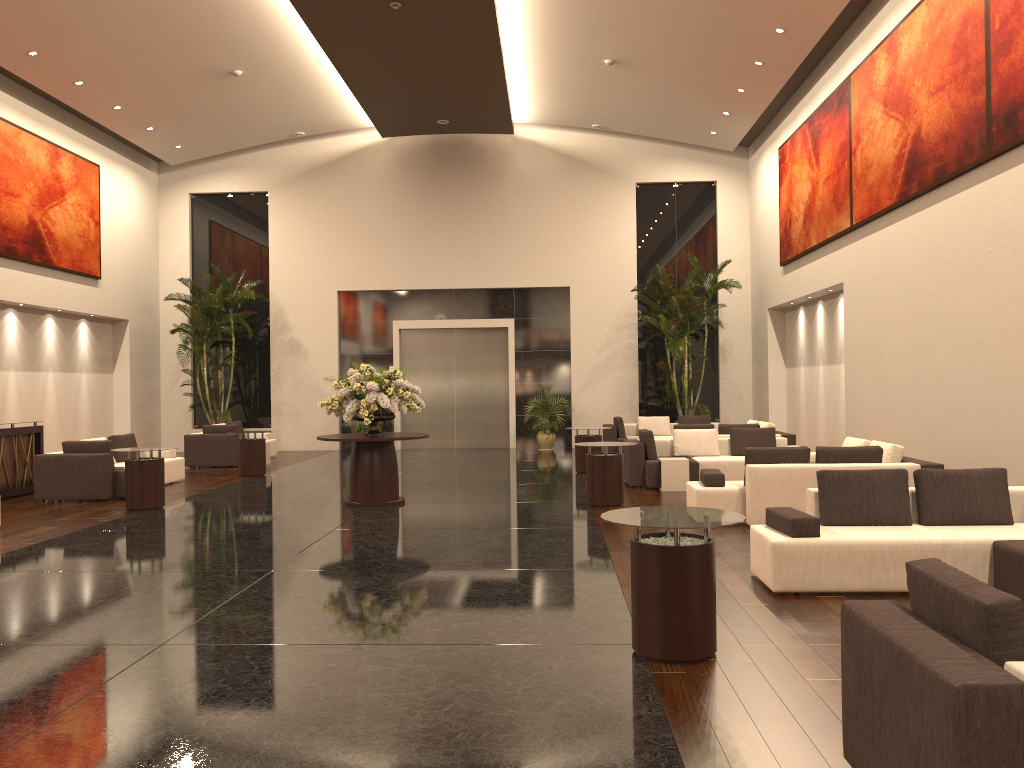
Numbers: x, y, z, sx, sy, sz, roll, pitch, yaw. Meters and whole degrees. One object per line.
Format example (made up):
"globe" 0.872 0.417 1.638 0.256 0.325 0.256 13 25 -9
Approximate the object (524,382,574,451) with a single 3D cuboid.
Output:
"object" 0.805 0.765 21.523 1.297 1.682 1.373 -1 0 40

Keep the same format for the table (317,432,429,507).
"table" -1.881 1.159 12.101 1.498 0.921 1.498 -1 0 -7

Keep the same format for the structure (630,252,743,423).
"structure" 4.102 -0.746 20.876 2.436 4.611 2.531 -1 0 -26

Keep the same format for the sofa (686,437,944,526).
"sofa" 3.375 1.116 11.115 2.586 0.862 3.366 -1 0 2

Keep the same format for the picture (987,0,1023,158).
"picture" 5.249 -3.788 7.644 0.070 2.526 4.515 -1 0 2

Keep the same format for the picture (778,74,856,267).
"picture" 5.639 -3.774 16.675 0.070 2.526 4.515 -1 0 2

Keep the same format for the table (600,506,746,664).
"table" 0.941 1.168 5.179 0.833 0.795 0.844 -1 0 42

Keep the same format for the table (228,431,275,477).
"table" -4.735 1.270 16.148 0.833 0.795 0.844 -1 0 -37

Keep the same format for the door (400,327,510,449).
"door" -1.447 0.112 22.493 2.767 3.048 0.040 -1 0 2

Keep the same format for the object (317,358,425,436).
"object" -1.869 0.151 12.100 1.453 1.097 1.402 -1 0 -42

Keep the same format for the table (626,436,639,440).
"table" 2.634 1.345 18.787 0.400 0.460 0.400 -1 0 2

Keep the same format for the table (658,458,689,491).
"table" 2.389 1.336 13.120 0.400 0.460 0.400 -1 0 2

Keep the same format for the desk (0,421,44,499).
"desk" -7.803 1.146 13.306 0.760 1.114 1.634 -1 0 2

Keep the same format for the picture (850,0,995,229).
"picture" 5.444 -3.781 12.158 0.070 2.526 4.515 -1 0 2

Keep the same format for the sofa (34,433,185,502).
"sofa" -6.125 1.253 14.029 1.291 0.862 2.846 -1 0 2

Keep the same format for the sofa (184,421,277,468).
"sofa" -5.902 1.261 19.215 1.291 0.862 2.846 -1 0 2

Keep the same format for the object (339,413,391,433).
"object" -3.521 0.825 21.762 1.297 1.682 1.373 -1 0 35

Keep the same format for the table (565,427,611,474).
"table" 1.375 1.185 15.885 0.833 0.795 0.844 -1 0 -37

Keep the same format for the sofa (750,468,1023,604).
"sofa" 3.162 1.107 5.769 2.586 0.862 3.366 -1 0 2

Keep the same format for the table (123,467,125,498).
"table" -5.499 1.444 13.217 0.400 0.460 0.400 -1 0 2

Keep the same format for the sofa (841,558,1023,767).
"sofa" 2.742 1.107 3.175 2.846 0.862 1.291 -1 0 3

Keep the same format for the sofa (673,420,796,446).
"sofa" 3.619 1.125 16.783 2.586 0.862 3.366 -1 0 2

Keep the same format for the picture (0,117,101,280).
"picture" -9.211 -3.569 17.316 0.070 2.526 4.515 -1 0 2

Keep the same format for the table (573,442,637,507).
"table" 1.217 1.178 11.565 0.833 0.795 0.844 -1 0 -37

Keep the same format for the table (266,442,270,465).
"table" -5.275 1.452 18.403 0.400 0.460 0.400 -1 0 2

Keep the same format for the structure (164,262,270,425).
"structure" -7.108 -0.591 21.502 2.436 4.611 2.531 -1 0 -26

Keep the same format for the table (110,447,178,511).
"table" -4.894 1.263 11.829 0.833 0.795 0.844 -1 0 -37

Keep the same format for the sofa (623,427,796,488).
"sofa" 3.198 1.124 13.743 2.846 0.862 1.291 -1 0 2

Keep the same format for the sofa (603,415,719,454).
"sofa" 3.443 1.133 19.411 2.846 0.862 1.291 -1 0 2
